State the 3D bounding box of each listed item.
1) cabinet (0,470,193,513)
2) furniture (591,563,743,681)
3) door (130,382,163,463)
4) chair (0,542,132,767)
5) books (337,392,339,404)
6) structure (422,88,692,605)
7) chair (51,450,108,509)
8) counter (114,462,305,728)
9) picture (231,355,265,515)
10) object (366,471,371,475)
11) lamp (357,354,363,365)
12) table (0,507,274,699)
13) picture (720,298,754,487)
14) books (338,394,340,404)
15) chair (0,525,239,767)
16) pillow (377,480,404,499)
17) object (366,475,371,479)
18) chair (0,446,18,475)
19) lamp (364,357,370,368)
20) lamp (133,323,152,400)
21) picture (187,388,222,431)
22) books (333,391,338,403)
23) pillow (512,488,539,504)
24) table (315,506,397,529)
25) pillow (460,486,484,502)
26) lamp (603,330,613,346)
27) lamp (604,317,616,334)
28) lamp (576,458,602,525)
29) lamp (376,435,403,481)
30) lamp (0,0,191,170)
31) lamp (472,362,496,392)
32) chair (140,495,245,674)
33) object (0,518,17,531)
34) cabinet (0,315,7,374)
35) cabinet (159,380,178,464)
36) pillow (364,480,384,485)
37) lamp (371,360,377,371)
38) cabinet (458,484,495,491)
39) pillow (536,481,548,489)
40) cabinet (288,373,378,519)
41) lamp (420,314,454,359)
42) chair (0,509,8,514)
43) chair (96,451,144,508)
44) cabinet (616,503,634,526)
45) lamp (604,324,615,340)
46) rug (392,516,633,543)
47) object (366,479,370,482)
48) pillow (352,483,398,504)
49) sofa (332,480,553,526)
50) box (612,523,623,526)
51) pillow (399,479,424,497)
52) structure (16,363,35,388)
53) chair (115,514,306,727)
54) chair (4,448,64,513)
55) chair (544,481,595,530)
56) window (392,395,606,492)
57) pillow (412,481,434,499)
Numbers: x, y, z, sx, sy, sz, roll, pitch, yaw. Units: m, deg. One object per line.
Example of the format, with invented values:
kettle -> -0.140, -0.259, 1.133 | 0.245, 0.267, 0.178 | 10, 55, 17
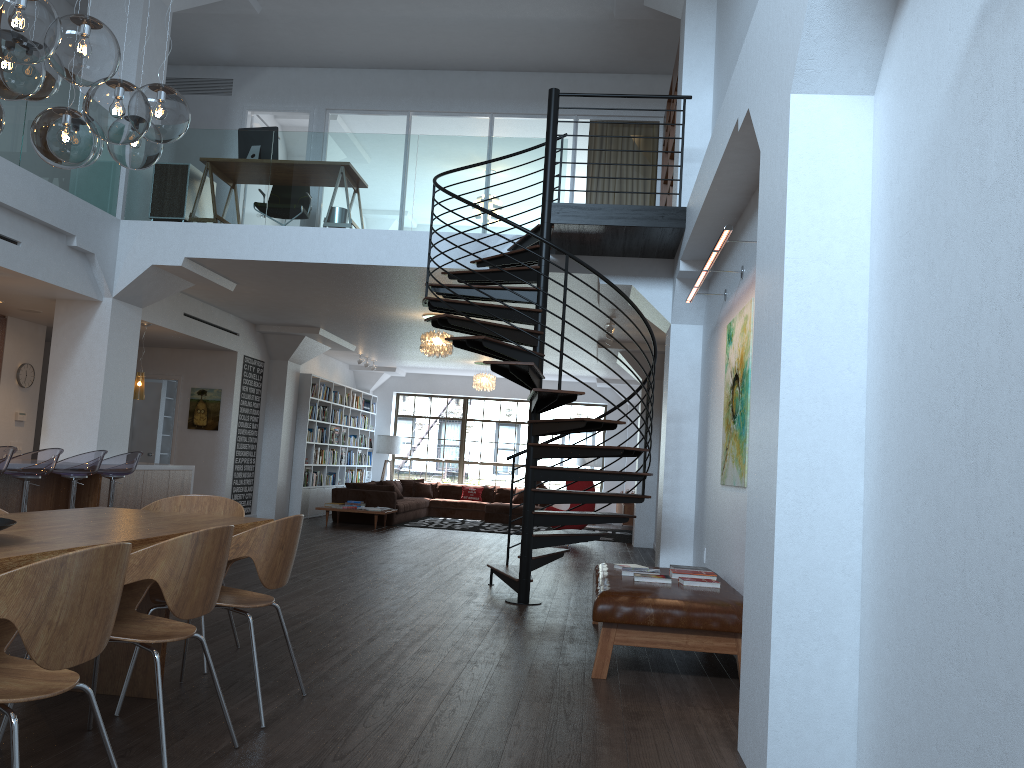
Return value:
cabinet -> -4.539, 1.197, 8.498 | 0.898, 0.796, 4.493 | 3, -5, 6
furniture -> 0.959, 1.461, 5.613 | 0.907, 0.453, 1.819 | 3, -5, 6
door -> -5.913, 0.971, 13.761 | 0.826, 2.032, 0.174 | 3, -5, 6
chair -> -1.373, 0.822, 2.346 | 0.618, 0.833, 0.629 | 3, -5, 6
books -> -3.304, 0.254, 16.443 | 0.158, 0.226, 0.052 | 3, -5, 6
structure -> 0.229, -0.377, 7.465 | 1.998, 4.352, 1.998 | 7, -6, -33
chair -> -3.858, 1.069, 7.764 | 0.481, 1.014, 0.530 | 3, -5, 4
counter -> -3.779, 1.066, 6.801 | 3.039, 0.860, 8.182 | 6, -6, -24
picture -> -3.997, 0.793, 13.419 | 0.021, 2.380, 0.800 | 3, -5, 6
object -> -3.202, 1.884, 18.851 | 0.316, 0.088, 0.410 | 3, -5, 6
lamp -> -2.823, -0.462, 16.488 | 0.111, 0.211, 0.120 | -1, -7, 40
table -> -1.931, 0.867, 2.761 | 1.012, 0.750, 3.803 | 3, -5, 6
picture -> 1.545, 0.101, 6.122 | 0.010, 1.200, 1.095 | 3, -5, 6
books -> -3.289, 0.280, 16.529 | 0.139, 0.191, 0.036 | 3, -5, 6
chair -> -1.322, 0.895, 3.105 | 0.618, 0.833, 0.629 | 3, -5, 7
pillow -> -2.281, 1.990, 16.554 | 0.325, 0.391, 0.625 | 2, -6, 22
object -> -3.200, 1.971, 18.842 | 0.331, 0.088, 0.410 | 3, -5, 6
chair -> -3.965, 0.947, 6.505 | 0.481, 1.014, 0.530 | 3, -5, 8
lamp -> -2.776, -0.413, 16.990 | 0.120, 0.211, 0.111 | 7, -6, -35
lamp -> -4.356, -0.266, 10.434 | 0.149, 0.900, 0.149 | 8, -7, -39
picture -> -4.453, 0.364, 12.848 | 0.450, 0.600, 0.030 | 3, -5, 6
books -> -3.304, 0.247, 16.394 | 0.140, 0.231, 0.042 | 3, -5, 6
pillow -> 0.253, 2.252, 17.849 | 0.542, 0.362, 0.248 | 1, -6, 26
table -> -2.460, 2.112, 14.057 | 1.100, 0.271, 0.853 | 3, -5, 6
pillow -> -0.813, 2.240, 18.071 | 0.465, 0.308, 0.220 | 3, -5, 2
lamp -> 1.306, -0.621, 11.910 | 0.111, 0.211, 0.120 | -1, -7, 40
lamp -> 1.211, -0.721, 10.895 | 0.120, 0.211, 0.111 | 6, -6, -20
lamp -> 1.590, 2.126, 18.590 | 0.545, 1.579, 0.545 | 2, -5, 17
lamp -> -2.687, 1.904, 19.116 | 0.545, 1.579, 0.545 | 4, -5, -5
lamp -> -1.727, -1.935, 3.335 | 0.849, 2.140, 1.787 | 3, -5, 5
lamp -> -0.513, -0.126, 16.674 | 0.442, 0.539, 0.441 | 8, -7, -42
chair -> -1.752, 1.012, 4.673 | 0.629, 0.833, 0.618 | 4, -5, 1
object -> -1.906, 0.462, 2.803 | 0.592, 0.066, 0.592 | 7, -7, -36
cabinet -> -6.639, 0.158, 7.865 | 0.598, 2.499, 5.299 | 3, -5, 6
cabinet -> -6.047, 0.556, 14.472 | 0.527, 2.991, 2.630 | 3, -5, 6
pillow -> -2.305, 1.835, 15.130 | 0.269, 0.411, 0.559 | 8, -7, -38
lamp -> -2.727, -0.362, 17.504 | 0.120, 0.211, 0.111 | 6, -6, -20
cabinet -> -0.436, 2.508, 18.913 | 1.520, 0.625, 0.350 | 3, -5, 6
pillow -> 0.479, 2.197, 18.000 | 0.651, 0.587, 0.335 | 5, -5, -15
cabinet -> -3.426, 1.234, 16.900 | 0.461, 2.414, 4.500 | 3, -5, 6
lamp -> -0.981, -0.617, 11.659 | 0.442, 0.539, 0.441 | 8, -7, -42
chair -> -2.421, 0.907, 3.988 | 0.618, 0.833, 0.629 | 3, -5, 4
chair -> -3.800, 1.130, 8.389 | 0.481, 1.014, 0.530 | 3, -5, 8
cabinet -> 2.201, 2.292, 16.271 | 0.459, 0.350, 4.501 | 3, -5, 6
lamp -> 1.259, -0.670, 11.408 | 0.120, 0.211, 0.111 | 7, -6, -35
rug -> 0.206, 2.574, 15.808 | 4.200, 0.007, 3.100 | 3, -5, 7
object -> -3.206, 2.059, 18.834 | 0.331, 0.088, 0.410 | 3, -5, 6
pillow -> -2.295, 1.853, 14.859 | 0.750, 0.364, 0.289 | 3, -5, 5
sofa -> -1.074, 2.224, 16.476 | 3.481, 0.664, 4.197 | 3, -5, 6
box -> 2.215, 2.880, 18.618 | 0.228, 0.165, 0.368 | 3, -5, 6
pillow -> -2.009, 2.137, 18.147 | 0.580, 0.418, 0.334 | 6, -6, -21
structure -> -5.994, -0.104, 10.935 | 0.040, 0.300, 0.300 | 3, -5, 6
chair -> -1.245, 0.969, 3.865 | 0.617, 0.830, 0.629 | 3, -5, 6
chair -> -3.934, 1.007, 7.134 | 0.481, 1.014, 0.530 | 3, -5, 4
chair -> 0.902, 1.929, 13.766 | 0.801, 1.006, 0.798 | 0, -6, 31
window -> -0.309, 1.305, 19.568 | 4.648, 1.905, 0.114 | 3, -5, 6
pillow -> -1.829, 2.156, 18.031 | 0.489, 0.337, 0.238 | 6, -6, -25
